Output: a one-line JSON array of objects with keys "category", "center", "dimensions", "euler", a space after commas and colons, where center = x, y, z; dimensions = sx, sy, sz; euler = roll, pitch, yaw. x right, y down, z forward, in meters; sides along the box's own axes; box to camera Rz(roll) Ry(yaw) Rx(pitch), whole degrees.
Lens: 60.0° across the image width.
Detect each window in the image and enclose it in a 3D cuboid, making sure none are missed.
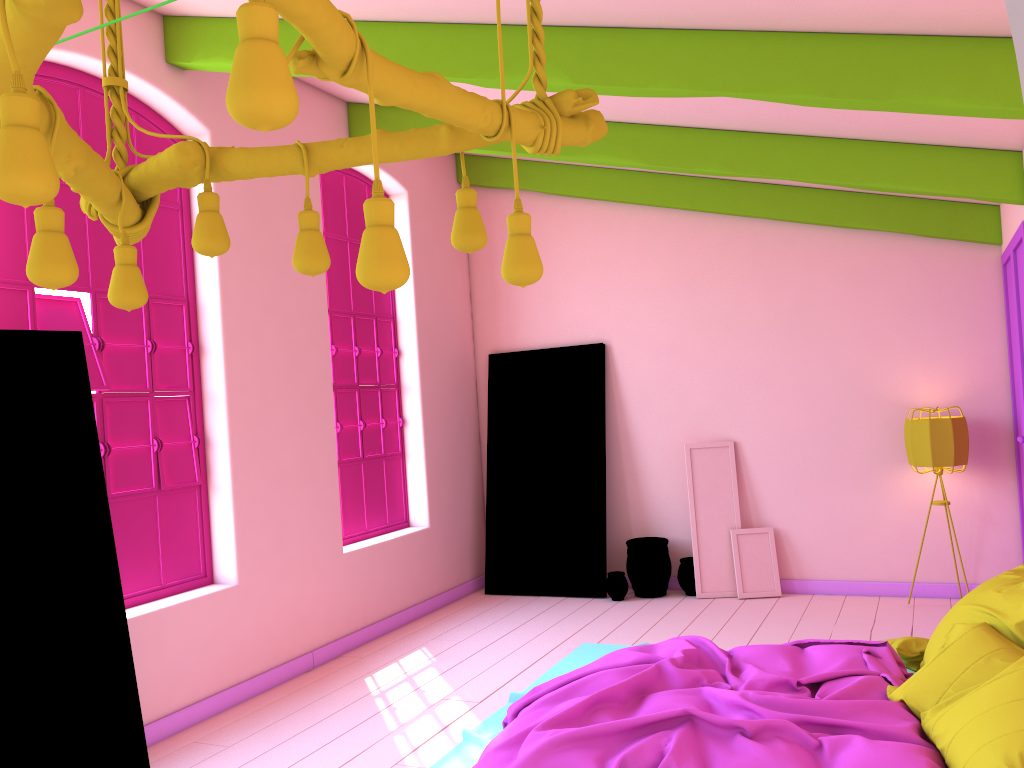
[{"category": "window", "center": [-1.248, -0.265, 7.135], "dimensions": [0.072, 3.047, 1.274], "euler": [-4, -1, 25]}, {"category": "window", "center": [-2.306, -0.236, 4.913], "dimensions": [0.214, 3.009, 1.513], "euler": [-4, -1, 25]}]

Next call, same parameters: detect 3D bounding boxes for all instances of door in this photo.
[{"category": "door", "center": [3.402, 0.340, 5.861], "dimensions": [0.108, 2.590, 1.677], "euler": [-4, -1, 25]}, {"category": "door", "center": [-2.230, 0.844, 3.762], "dimensions": [0.450, 2.210, 1.153], "euler": [-4, -1, 35]}, {"category": "door", "center": [0.295, 0.774, 8.009], "dimensions": [1.153, 2.210, 0.450], "euler": [-4, -1, 25]}]

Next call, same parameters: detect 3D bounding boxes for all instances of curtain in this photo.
[{"category": "curtain", "center": [1.143, 0.275, 1.470], "dimensions": [0.518, 2.785, 0.525], "euler": [-4, -1, 6]}]

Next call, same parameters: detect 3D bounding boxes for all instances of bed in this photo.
[{"category": "bed", "center": [0.955, 1.491, 4.042], "dimensions": [2.803, 0.514, 3.576], "euler": [-4, -1, 25]}]

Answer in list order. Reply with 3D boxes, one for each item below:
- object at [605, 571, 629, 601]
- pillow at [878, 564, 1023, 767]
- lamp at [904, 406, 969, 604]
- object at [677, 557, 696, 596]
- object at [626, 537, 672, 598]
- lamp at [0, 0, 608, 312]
[{"category": "object", "center": [0.887, 1.710, 7.491], "dimensions": [0.199, 0.234, 0.199], "euler": [-4, -1, -7]}, {"category": "pillow", "center": [2.036, 1.251, 3.812], "dimensions": [0.848, 0.822, 2.617], "euler": [-4, -1, 15]}, {"category": "lamp", "center": [3.202, 0.900, 6.563], "dimensions": [0.476, 1.466, 0.491], "euler": [-3, -1, -35]}, {"category": "object", "center": [1.528, 1.632, 7.512], "dimensions": [0.260, 0.306, 0.260], "euler": [-3, -1, -32]}, {"category": "object", "center": [1.172, 1.570, 7.596], "dimensions": [0.386, 0.471, 0.386], "euler": [-3, -1, -22]}, {"category": "lamp", "center": [-0.660, -1.273, 1.841], "dimensions": [1.611, 2.264, 1.775], "euler": [-4, -1, 7]}]
